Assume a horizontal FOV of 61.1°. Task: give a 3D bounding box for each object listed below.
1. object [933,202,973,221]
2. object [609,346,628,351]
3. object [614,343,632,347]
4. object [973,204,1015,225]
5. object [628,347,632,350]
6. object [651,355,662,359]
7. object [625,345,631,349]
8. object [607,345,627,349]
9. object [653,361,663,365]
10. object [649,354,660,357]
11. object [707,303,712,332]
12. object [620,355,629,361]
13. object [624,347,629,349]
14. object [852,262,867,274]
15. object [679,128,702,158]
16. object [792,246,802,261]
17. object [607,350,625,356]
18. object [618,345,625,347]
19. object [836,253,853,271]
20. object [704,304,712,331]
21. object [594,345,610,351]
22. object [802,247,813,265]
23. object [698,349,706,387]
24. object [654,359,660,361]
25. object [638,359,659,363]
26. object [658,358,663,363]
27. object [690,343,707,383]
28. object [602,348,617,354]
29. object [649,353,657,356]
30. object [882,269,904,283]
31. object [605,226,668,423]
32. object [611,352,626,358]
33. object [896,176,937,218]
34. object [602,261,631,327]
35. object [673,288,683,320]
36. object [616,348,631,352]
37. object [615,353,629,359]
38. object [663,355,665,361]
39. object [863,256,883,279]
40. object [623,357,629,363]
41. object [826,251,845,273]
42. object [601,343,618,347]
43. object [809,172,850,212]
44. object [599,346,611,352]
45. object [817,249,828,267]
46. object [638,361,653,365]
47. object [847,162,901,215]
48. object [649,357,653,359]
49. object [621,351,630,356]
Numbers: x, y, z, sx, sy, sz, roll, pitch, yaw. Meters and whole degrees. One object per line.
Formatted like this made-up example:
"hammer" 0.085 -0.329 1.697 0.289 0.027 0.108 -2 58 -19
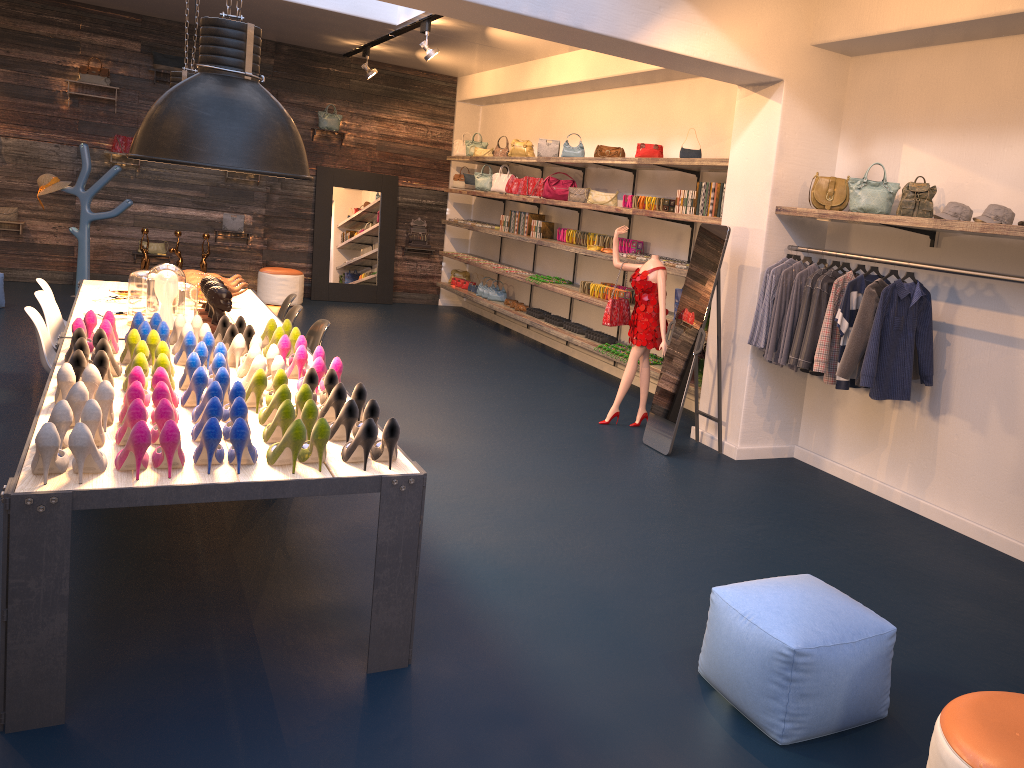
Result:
"object" 2.733 -1.068 5.379 0.234 0.124 0.191 8 10 8
"object" 1.078 -0.350 8.738 0.250 0.063 0.081 2 11 -22
"object" 1.159 -0.394 9.002 0.234 0.053 0.086 7 10 2
"object" 2.846 -1.001 5.127 0.234 0.124 0.191 8 10 8
"object" 1.236 -0.348 8.827 0.079 0.072 0.255 15 14 39
"object" 1.403 -0.251 8.453 0.079 0.072 0.255 15 14 39
"object" 1.229 -0.365 8.913 0.255 0.074 0.077 -3 14 -41
"object" 1.070 -0.368 8.824 0.250 0.067 0.079 2 11 -23
"object" 1.390 -0.192 8.306 0.253 0.057 0.078 -1 12 -33
"object" 1.395 -0.266 8.540 0.255 0.074 0.077 -3 14 -41
"object" 1.815 -0.595 7.378 0.398 0.335 0.206 3 9 -22
"object" 1.142 -0.254 8.454 0.253 0.057 0.078 -1 12 -33
"object" 1.134 -0.351 8.916 0.253 0.057 0.078 -1 12 -33
"object" 2.381 -0.775 5.934 0.462 0.217 0.009 1 9 -29
"object" 1.603 -2.136 7.740 0.200 0.277 0.059 7 7 1
"object" 2.120 -0.920 6.479 0.462 0.217 0.009 1 9 -29
"object" 1.044 -0.312 8.674 0.253 0.057 0.078 -1 12 -33
"object" 1.092 -0.372 8.991 0.253 0.057 0.078 -1 12 -33
"object" 2.318 -0.805 6.042 0.462 0.217 0.009 1 9 -29
"object" 1.727 -0.639 7.493 0.368 0.352 0.152 1 9 -29
"object" 0.933 -0.374 8.902 0.253 0.057 0.078 -1 12 -33
"object" 2.168 -0.895 6.379 0.462 0.217 0.009 1 9 -29
"object" 1.740 -0.143 7.530 0.398 0.335 0.206 3 9 -22
"object" 1.368 -0.212 8.390 0.253 0.057 0.078 -1 12 -33
"object" 1.305 -0.229 8.298 0.251 0.067 0.080 2 11 -23
"object" 1.464 -0.228 8.387 0.078 0.067 0.257 15 14 40
"object" 1.653 -0.188 7.645 0.368 0.352 0.152 1 9 -29
"object" 0.997 -0.332 8.743 0.253 0.057 0.078 -1 12 -33
"object" 1.325 -0.295 8.628 0.234 0.053 0.086 7 10 2
"object" 2.488 -0.705 5.671 0.462 0.217 0.009 1 9 -29
"object" 1.089 -0.456 7.231 0.693 1.647 0.374 13 10 40
"object" 1.065 -0.292 8.590 0.253 0.057 0.078 -1 12 -33
"object" 2.641 -1.229 5.719 0.253 0.281 0.364 5 10 -9
"object" 0.918 -0.767 7.359 0.084 0.547 0.346 12 10 39
"object" 1.634 -0.738 7.825 0.393 0.386 0.172 4 8 -16
"object" 1.139 -0.328 8.671 0.251 0.067 0.080 2 11 -23
"object" 1.100 -0.275 8.529 0.253 0.057 0.078 -1 12 -33
"object" 1.559 -0.286 7.977 0.393 0.386 0.172 4 8 -16
"object" 2.428 -0.748 5.831 0.462 0.217 0.009 1 9 -29
"object" 1.164 -0.233 8.370 0.253 0.057 0.078 -1 12 -33
"object" 2.281 -0.827 6.124 0.462 0.217 0.009 1 9 -29
"object" 1.009 -0.390 8.890 0.252 0.062 0.079 2 11 -25
"object" 2.336 -1.391 6.329 0.320 0.281 0.205 7 9 0
"object" 0.976 -0.353 8.827 0.253 0.057 0.078 -1 12 -33
"object" 2.229 -0.859 6.243 0.462 0.217 0.009 1 9 -29
"object" 1.232 -0.193 8.217 0.253 0.057 0.078 -1 12 -33
"object" 2.520 -1.360 6.054 0.361 0.363 0.181 8 8 7
"object" 1.322 -0.232 8.459 0.253 0.057 0.078 -1 12 -33
"object" 1.175 -0.291 8.519 0.252 0.062 0.079 2 11 -25
